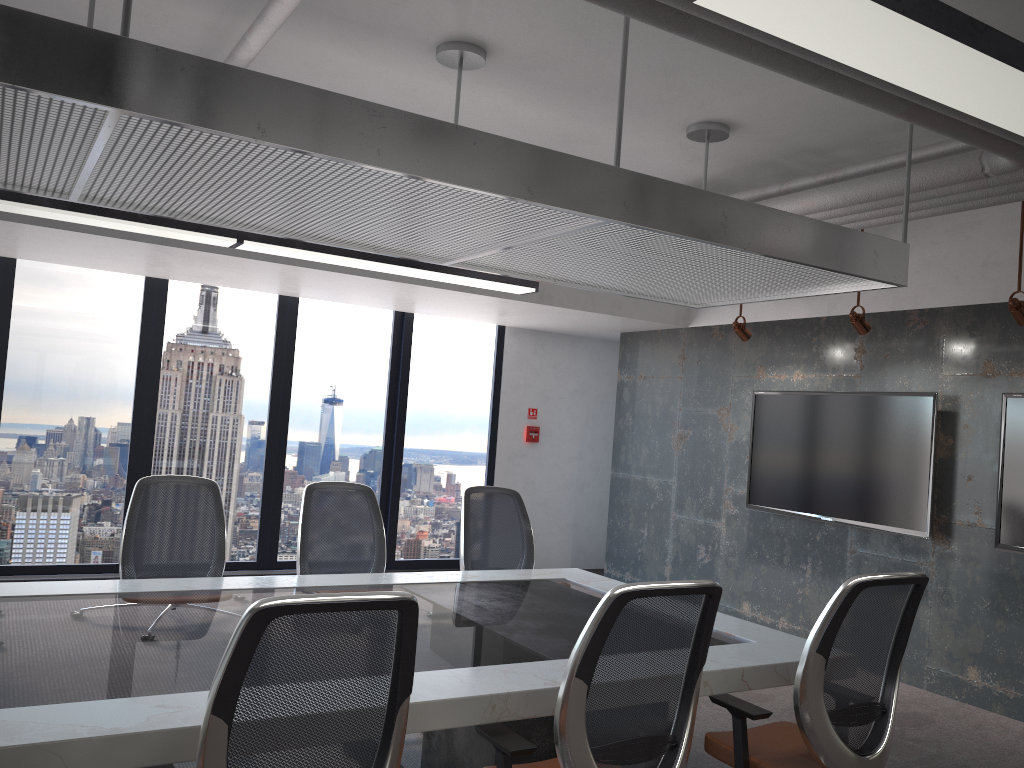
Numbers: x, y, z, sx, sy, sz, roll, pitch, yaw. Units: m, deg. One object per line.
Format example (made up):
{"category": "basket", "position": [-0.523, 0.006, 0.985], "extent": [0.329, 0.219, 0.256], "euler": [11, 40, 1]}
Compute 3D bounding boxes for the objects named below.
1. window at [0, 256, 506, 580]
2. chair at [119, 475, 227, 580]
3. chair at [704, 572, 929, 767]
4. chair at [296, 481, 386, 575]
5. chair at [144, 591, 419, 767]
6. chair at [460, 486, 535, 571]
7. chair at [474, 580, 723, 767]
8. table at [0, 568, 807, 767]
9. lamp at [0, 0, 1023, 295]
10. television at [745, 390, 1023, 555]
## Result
{"category": "window", "position": [-4.125, 0.201, 6.942], "extent": [9.225, 2.670, 0.121], "euler": [6, -3, -31]}
{"category": "chair", "position": [-1.556, 1.042, 4.151], "extent": [0.828, 1.166, 0.789], "euler": [3, -3, 29]}
{"category": "chair", "position": [1.012, 1.188, 3.156], "extent": [0.828, 1.166, 0.789], "euler": [3, -3, 23]}
{"category": "chair", "position": [-0.786, 1.114, 4.507], "extent": [0.828, 1.166, 0.789], "euler": [3, -3, 23]}
{"category": "chair", "position": [-0.610, 1.026, 2.189], "extent": [0.828, 1.166, 0.789], "euler": [3, -3, 23]}
{"category": "chair", "position": [0.025, 1.195, 4.990], "extent": [0.828, 1.166, 0.789], "euler": [3, -3, 23]}
{"category": "chair", "position": [0.201, 1.107, 2.673], "extent": [0.828, 1.166, 0.789], "euler": [3, -3, 23]}
{"category": "table", "position": [-1.520, 1.194, 2.856], "extent": [5.498, 0.745, 1.898], "euler": [6, -3, -31]}
{"category": "lamp", "position": [-1.404, -1.330, 2.913], "extent": [6.097, 0.908, 4.126], "euler": [6, -3, -31]}
{"category": "television", "position": [2.895, 0.534, 5.615], "extent": [0.101, 0.960, 3.667], "euler": [6, -3, -31]}
